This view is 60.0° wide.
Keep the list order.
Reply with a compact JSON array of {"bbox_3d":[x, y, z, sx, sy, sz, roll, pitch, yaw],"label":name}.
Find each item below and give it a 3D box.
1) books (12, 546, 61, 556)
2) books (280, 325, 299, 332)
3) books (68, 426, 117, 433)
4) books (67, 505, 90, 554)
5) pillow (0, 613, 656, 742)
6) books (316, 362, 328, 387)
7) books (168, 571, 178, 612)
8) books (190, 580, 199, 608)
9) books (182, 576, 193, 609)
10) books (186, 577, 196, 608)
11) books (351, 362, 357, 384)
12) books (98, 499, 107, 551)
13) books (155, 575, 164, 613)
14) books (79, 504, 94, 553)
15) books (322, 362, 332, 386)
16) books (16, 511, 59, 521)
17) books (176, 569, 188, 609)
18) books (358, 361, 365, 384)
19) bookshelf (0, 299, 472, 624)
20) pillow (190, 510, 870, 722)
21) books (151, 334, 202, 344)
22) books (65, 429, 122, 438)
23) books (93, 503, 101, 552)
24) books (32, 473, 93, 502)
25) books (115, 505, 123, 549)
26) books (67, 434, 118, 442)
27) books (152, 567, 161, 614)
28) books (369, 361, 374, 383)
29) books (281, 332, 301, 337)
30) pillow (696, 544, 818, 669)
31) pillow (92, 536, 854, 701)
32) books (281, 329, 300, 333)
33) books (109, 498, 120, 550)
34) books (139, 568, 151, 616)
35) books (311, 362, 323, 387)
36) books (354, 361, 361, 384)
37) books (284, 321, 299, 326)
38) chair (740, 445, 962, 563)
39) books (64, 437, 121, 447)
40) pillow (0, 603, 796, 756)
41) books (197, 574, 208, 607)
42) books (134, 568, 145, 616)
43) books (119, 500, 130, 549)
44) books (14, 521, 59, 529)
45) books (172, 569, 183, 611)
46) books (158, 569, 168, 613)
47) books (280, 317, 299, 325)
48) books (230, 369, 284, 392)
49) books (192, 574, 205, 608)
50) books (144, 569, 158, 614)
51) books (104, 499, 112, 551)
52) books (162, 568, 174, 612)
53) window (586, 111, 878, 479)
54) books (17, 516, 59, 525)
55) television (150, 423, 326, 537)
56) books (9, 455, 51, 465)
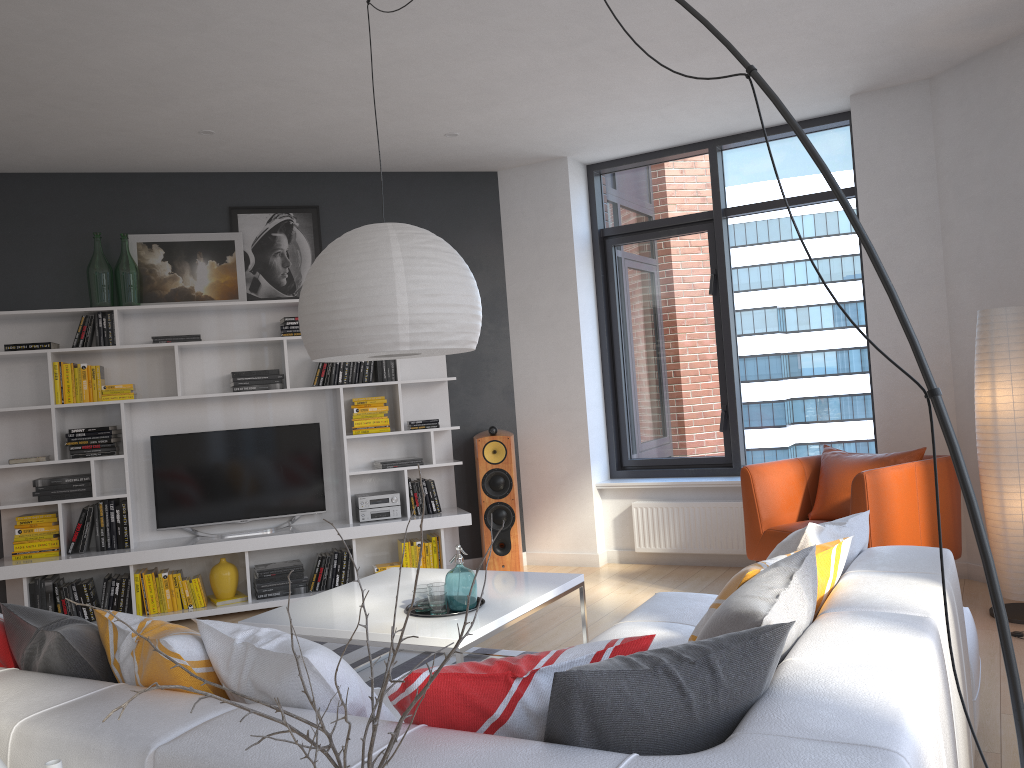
[{"bbox_3d":[-3.011,1.055,5.660,0.269,0.025,0.213,-4,-1,-13],"label":"books"},{"bbox_3d":[-1.463,-0.388,6.174,0.284,0.030,0.214,-4,-1,-13],"label":"books"},{"bbox_3d":[-2.715,0.295,5.752,0.246,0.026,0.180,-4,-1,-9],"label":"books"},{"bbox_3d":[-2.789,0.938,5.733,0.142,0.284,0.232,-4,-1,-16],"label":"books"},{"bbox_3d":[-0.740,0.782,2.171,2.250,0.449,0.575,-5,-1,26],"label":"pillow"},{"bbox_3d":[-1.314,-0.097,6.169,0.096,0.234,0.187,-4,-1,-16],"label":"books"},{"bbox_3d":[-2.190,1.337,5.739,0.043,0.240,0.169,-4,-1,-17],"label":"books"},{"bbox_3d":[-2.061,1.363,5.762,0.049,0.169,0.113,-4,-1,-17],"label":"books"},{"bbox_3d":[-2.105,1.356,5.769,0.056,0.188,0.138,-4,-1,-16],"label":"books"},{"bbox_3d":[-2.083,1.355,5.768,0.046,0.187,0.134,-4,-1,-17],"label":"books"},{"bbox_3d":[-1.106,-0.116,6.200,0.069,0.242,0.172,-4,-1,-15],"label":"books"},{"bbox_3d":[-2.645,0.913,5.765,0.034,0.314,0.237,-4,-1,-16],"label":"books"},{"bbox_3d":[-2.266,1.349,5.722,0.042,0.230,0.156,-4,-1,-18],"label":"books"},{"bbox_3d":[-2.735,0.931,5.731,0.100,0.289,0.210,-4,-1,-17],"label":"books"},{"bbox_3d":[-1.280,-0.100,6.165,0.081,0.233,0.169,-4,-1,-17],"label":"books"},{"bbox_3d":[-3.033,0.847,5.699,0.234,0.024,0.171,-4,-1,-12],"label":"books"},{"bbox_3d":[-2.145,1.336,5.782,0.056,0.235,0.172,-4,-1,-17],"label":"books"},{"bbox_3d":[-1.063,-0.121,6.226,0.071,0.243,0.179,-4,-1,-17],"label":"books"},{"bbox_3d":[-1.822,0.482,5.938,3.000,2.052,0.455,-4,-1,-16],"label":"bookshelf"},{"bbox_3d":[0.273,0.681,2.519,2.156,0.456,0.580,-4,-1,-35],"label":"pillow"},{"bbox_3d":[-2.238,-0.290,5.916,0.310,0.047,0.250,-4,-1,-21],"label":"books"},{"bbox_3d":[-2.721,0.324,5.777,0.284,0.030,0.214,-4,-1,-8],"label":"books"},{"bbox_3d":[-2.673,0.923,5.751,0.028,0.301,0.213,-4,-1,-16],"label":"books"},{"bbox_3d":[-2.878,0.666,5.723,0.343,0.137,0.277,-4,-1,-16],"label":"books"},{"bbox_3d":[-2.550,0.926,5.788,0.028,0.272,0.200,-4,-1,-16],"label":"books"},{"bbox_3d":[-2.719,0.349,5.757,0.264,0.020,0.189,-4,-1,-13],"label":"books"},{"bbox_3d":[-2.290,1.332,5.734,0.038,0.267,0.202,-4,-1,-16],"label":"books"},{"bbox_3d":[-0.998,-0.134,6.259,0.066,0.260,0.197,-4,-1,-16],"label":"books"},{"bbox_3d":[-1.454,-0.337,6.150,0.284,0.030,0.214,-4,-1,-13],"label":"books"},{"bbox_3d":[-0.668,0.750,2.509,2.953,0.453,0.647,-4,-1,16],"label":"pillow"},{"bbox_3d":[-0.019,0.720,2.395,2.095,0.440,0.630,-4,-1,-14],"label":"pillow"},{"bbox_3d":[-1.458,-0.362,6.154,0.264,0.020,0.189,-4,-1,-18],"label":"books"},{"bbox_3d":[-2.586,0.909,5.785,0.034,0.315,0.239,-4,-1,-16],"label":"books"},{"bbox_3d":[-2.352,1.333,5.711,0.048,0.271,0.213,-4,-1,-16],"label":"books"},{"bbox_3d":[-1.345,-0.096,6.155,0.104,0.234,0.182,-4,-1,-16],"label":"books"},{"bbox_3d":[-1.092,-0.124,6.232,0.075,0.254,0.192,-4,-1,-17],"label":"books"},{"bbox_3d":[-1.454,-0.417,6.149,0.246,0.026,0.180,-4,-1,-14],"label":"books"},{"bbox_3d":[1.894,0.788,4.897,0.843,0.858,0.896,-4,-1,-29],"label":"chair"},{"bbox_3d":[-2.715,0.374,5.753,0.284,0.030,0.214,-4,-1,-8],"label":"books"},{"bbox_3d":[-0.453,0.733,2.022,2.120,0.436,0.608,-5,-1,24],"label":"pillow"},{"bbox_3d":[-2.021,1.347,5.799,0.046,0.193,0.149,-4,-1,-15],"label":"books"},{"bbox_3d":[-2.383,1.335,5.680,0.029,0.270,0.204,-4,-1,-16],"label":"books"},{"bbox_3d":[-2.514,0.912,5.801,0.051,0.297,0.230,-4,-1,-16],"label":"books"},{"bbox_3d":[-3.022,0.895,5.680,0.238,0.023,0.167,-4,-1,-1],"label":"books"},{"bbox_3d":[-2.173,1.337,5.765,0.043,0.235,0.171,-4,-1,-18],"label":"books"},{"bbox_3d":[-2.248,1.334,5.732,0.041,0.252,0.180,-4,-1,-16],"label":"books"},{"bbox_3d":[-1.462,-0.443,6.160,0.266,0.030,0.209,-4,-1,-23],"label":"books"},{"bbox_3d":[-1.746,-0.018,6.071,0.343,0.137,0.277,-4,-1,-21],"label":"books"},{"bbox_3d":[-2.042,1.349,5.783,0.067,0.193,0.148,-4,-1,-15],"label":"books"},{"bbox_3d":[-2.319,1.337,5.726,0.066,0.258,0.198,-4,-1,-16],"label":"books"},{"bbox_3d":[-2.615,0.905,5.777,0.026,0.326,0.237,-4,-1,-16],"label":"books"},{"bbox_3d":[-2.226,1.334,5.749,0.055,0.252,0.185,-4,-1,-18],"label":"books"},{"bbox_3d":[1.550,-0.546,6.366,1.960,2.402,0.170,-5,-1,29],"label":"window"},{"bbox_3d":[-3.015,0.870,5.679,0.234,0.024,0.171,-4,-1,-12],"label":"books"},{"bbox_3d":[-1.847,0.659,6.040,1.102,0.704,0.207,-4,-1,-16],"label":"television"},{"bbox_3d":[-3.065,0.481,5.641,0.209,0.030,0.266,-4,-1,-23],"label":"books"}]
